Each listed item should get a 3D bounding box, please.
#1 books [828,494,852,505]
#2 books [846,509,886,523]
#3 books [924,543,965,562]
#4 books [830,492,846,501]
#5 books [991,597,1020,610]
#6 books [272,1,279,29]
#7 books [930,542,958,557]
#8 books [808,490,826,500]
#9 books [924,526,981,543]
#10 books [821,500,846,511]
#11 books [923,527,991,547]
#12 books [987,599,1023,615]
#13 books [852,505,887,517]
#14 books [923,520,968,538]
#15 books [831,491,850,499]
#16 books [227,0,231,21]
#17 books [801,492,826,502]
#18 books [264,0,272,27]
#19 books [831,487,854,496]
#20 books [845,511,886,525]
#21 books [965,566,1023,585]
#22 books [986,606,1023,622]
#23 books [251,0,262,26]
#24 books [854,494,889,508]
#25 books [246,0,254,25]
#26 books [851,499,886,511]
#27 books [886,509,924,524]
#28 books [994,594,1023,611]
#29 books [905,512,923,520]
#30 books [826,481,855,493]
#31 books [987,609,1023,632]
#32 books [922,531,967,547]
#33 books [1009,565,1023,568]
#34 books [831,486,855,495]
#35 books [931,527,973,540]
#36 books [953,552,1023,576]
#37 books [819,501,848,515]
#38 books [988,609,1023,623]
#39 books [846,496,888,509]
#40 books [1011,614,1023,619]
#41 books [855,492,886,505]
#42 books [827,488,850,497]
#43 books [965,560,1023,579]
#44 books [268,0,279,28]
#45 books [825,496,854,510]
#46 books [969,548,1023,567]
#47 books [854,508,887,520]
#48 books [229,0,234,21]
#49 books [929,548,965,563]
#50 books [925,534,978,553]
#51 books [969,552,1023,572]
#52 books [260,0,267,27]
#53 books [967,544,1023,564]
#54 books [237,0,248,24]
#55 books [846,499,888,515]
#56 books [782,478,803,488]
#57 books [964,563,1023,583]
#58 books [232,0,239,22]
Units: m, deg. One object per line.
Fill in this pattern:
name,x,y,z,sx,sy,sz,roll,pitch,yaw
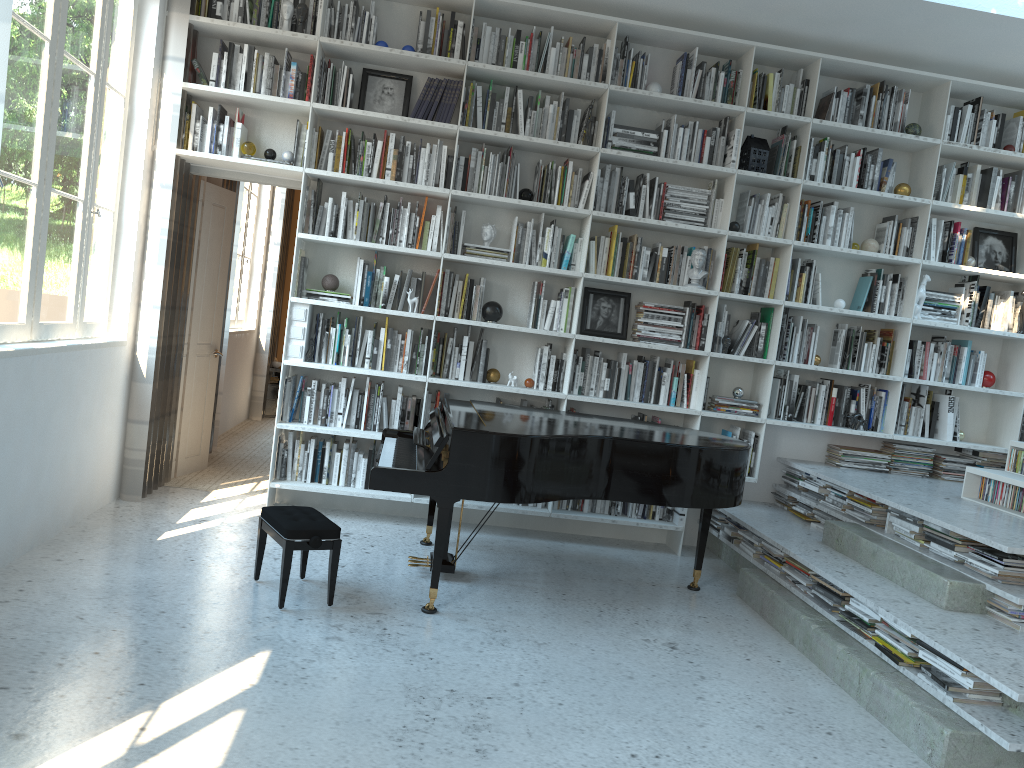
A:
books,1.946,0.672,5.103,0.154,0.018,0.220,7,4,-8
books,1.959,0.720,4.819,0.178,0.014,0.247,7,4,-9
books,2.046,0.782,4.085,0.154,0.007,0.292,7,4,-4
books,1.952,0.657,5.103,0.150,0.013,0.215,7,4,-7
books,2.108,0.905,3.613,0.257,0.010,0.132,7,4,-3
books,-1.365,-2.099,5.153,0.024,0.187,0.159,7,4,-7
books,2.054,0.765,4.085,0.155,0.028,0.189,7,4,-6
books,1.918,0.679,5.408,0.131,0.021,0.240,7,4,-5
books,2.052,0.693,4.078,0.171,0.007,0.260,7,4,-9
books,1.921,0.707,5.104,0.190,0.012,0.235,7,4,-9
books,2.050,0.703,4.079,0.168,0.013,0.281,7,4,-10
books,2.108,0.917,3.602,0.292,0.012,0.159,7,4,-4
books,1.973,0.689,4.818,0.159,0.018,0.202,7,4,-9
books,2.041,0.669,4.075,0.189,0.022,0.237,7,4,-2
books,1.950,0.644,5.101,0.144,0.013,0.220,7,4,-4
books,-1.613,-2.177,5.117,0.010,0.281,0.160,7,4,-7
books,1.897,0.695,5.407,0.173,0.017,0.233,7,4,-8
books,-1.405,-2.163,5.143,0.014,0.304,0.145,7,4,-7
books,1.951,0.624,5.100,0.160,0.010,0.179,7,4,-7
books,1.951,0.732,4.819,0.182,0.011,0.253,7,4,-3
books,2.090,0.822,3.814,0.144,0.009,0.249,7,4,-7
books,2.105,0.943,3.607,0.285,0.008,0.159,7,4,-9
books,-1.462,-2.159,5.133,0.039,0.283,0.181,7,4,-7
books,1.993,0.638,4.816,0.128,0.013,0.295,7,4,-9
books,-1.509,-2.153,5.113,0.057,0.263,0.190,7,4,-7
books,1.971,0.657,4.815,0.161,0.012,0.254,7,4,-3
books,2.006,0.660,4.378,0.192,0.014,0.256,7,4,-11
books,2.112,0.889,3.599,0.234,0.025,0.157,7,4,-12
books,2.038,0.650,4.381,0.134,0.014,0.181,7,4,-2
books,1.942,0.598,5.096,0.165,0.015,0.242,7,4,-12
books,2.104,0.967,3.588,0.262,0.023,0.200,7,4,-9
books,2.046,0.719,4.080,0.187,0.009,0.250,7,4,-7
books,2.122,0.756,3.812,0.091,0.011,0.189,7,4,-9
books,1.952,0.613,5.099,0.149,0.013,0.219,7,4,-4
books,2.053,0.686,4.078,0.170,0.008,0.208,7,4,-4
books,2.073,0.774,3.808,0.185,0.014,0.297,7,4,-8
books,1.924,0.720,5.105,0.183,0.012,0.296,7,4,-8
books,2.104,0.950,3.607,0.264,0.006,0.164,7,4,-6
books,1.966,0.645,4.813,0.187,0.009,0.260,7,4,-8
books,2.107,0.930,3.599,0.210,0.012,0.168,7,4,-3
books,1.985,0.616,4.813,0.139,0.028,0.261,7,4,-2
books,1.944,0.633,5.100,0.167,0.008,0.234,7,4,-8
books,2.083,0.795,3.811,0.152,0.015,0.207,7,4,-10
books,-1.384,-2.166,5.156,0.029,0.315,0.129,7,4,-7
books,1.932,0.691,5.104,0.164,0.023,0.242,7,4,-3
books,2.097,0.743,3.808,0.132,0.009,0.269,7,4,-3
books,1.983,0.708,4.821,0.138,0.017,0.237,7,4,-8
books,-1.601,-2.149,5.129,0.024,0.227,0.157,7,4,-7
books,2.048,0.796,4.087,0.142,0.020,0.230,7,4,-2
books,2.048,0.737,4.082,0.177,0.026,0.230,7,4,-7
books,2.098,0.764,3.810,0.137,0.012,0.242,7,4,-6
books,-1.431,-2.143,5.156,0.030,0.258,0.130,7,4,-7
books,2.095,0.731,3.807,0.149,0.014,0.228,7,4,-9
books,-1.546,-2.130,5.117,0.030,0.206,0.175,7,4,-7
books,1.967,0.671,4.816,0.179,0.017,0.292,7,4,-6
books,1.865,0.641,5.692,0.175,0.017,0.265,7,4,-4
books,2.076,0.809,3.812,0.161,0.014,0.212,7,4,-3
books,-1.571,-2.173,5.120,0.028,0.284,0.189,7,4,-7
